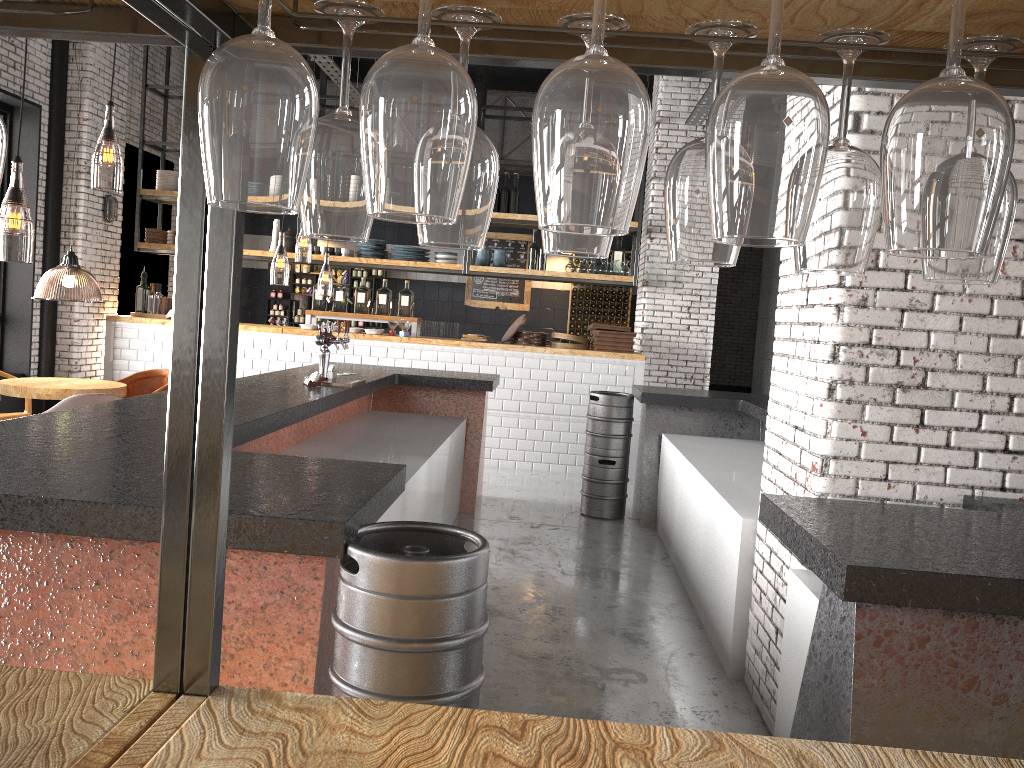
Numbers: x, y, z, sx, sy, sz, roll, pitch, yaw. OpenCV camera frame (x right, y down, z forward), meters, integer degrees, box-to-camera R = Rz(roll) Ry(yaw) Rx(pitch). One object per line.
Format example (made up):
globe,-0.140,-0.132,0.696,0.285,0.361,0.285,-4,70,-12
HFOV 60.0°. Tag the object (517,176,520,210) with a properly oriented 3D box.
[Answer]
object,0.036,-2.135,10.103,0.098,0.458,0.098,3,3,-20

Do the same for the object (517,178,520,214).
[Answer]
object,0.042,-2.145,10.238,0.098,0.458,0.098,3,3,-20

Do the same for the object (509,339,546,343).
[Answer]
object,0.198,-0.471,9.792,0.458,0.019,0.407,7,5,31

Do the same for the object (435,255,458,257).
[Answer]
object,-0.754,-1.458,10.165,0.263,0.029,0.264,2,5,-21

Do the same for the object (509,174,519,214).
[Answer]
object,0.029,-2.126,9.968,0.098,0.458,0.098,3,3,-20

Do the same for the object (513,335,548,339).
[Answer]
object,0.184,-0.520,9.787,0.458,0.019,0.407,0,6,-45

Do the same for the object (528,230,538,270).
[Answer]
object,0.245,-1.525,10.126,0.098,0.470,0.098,4,3,-9

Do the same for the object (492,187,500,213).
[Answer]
object,-0.190,-2.142,9.978,0.098,0.458,0.098,6,4,25

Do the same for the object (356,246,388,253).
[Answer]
object,-1.611,-1.534,10.203,0.372,0.071,0.373,5,4,15

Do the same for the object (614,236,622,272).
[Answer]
object,1.213,-1.493,10.107,0.140,0.549,0.097,5,3,7

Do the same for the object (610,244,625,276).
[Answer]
object,1.208,-1.418,10.116,0.157,0.405,0.106,5,3,7

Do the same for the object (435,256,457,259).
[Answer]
object,-0.755,-1.437,10.166,0.263,0.032,0.263,1,5,-39

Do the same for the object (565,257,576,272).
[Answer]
object,0.659,-1.339,9.972,0.118,0.180,0.118,2,4,-34

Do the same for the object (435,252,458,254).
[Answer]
object,-0.753,-1.488,10.163,0.265,0.037,0.265,4,4,-2

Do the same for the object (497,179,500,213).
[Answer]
object,-0.183,-2.152,10.113,0.098,0.458,0.098,6,4,25

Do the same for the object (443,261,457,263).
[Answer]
object,-0.759,-1.395,10.167,0.263,0.038,0.263,5,4,18

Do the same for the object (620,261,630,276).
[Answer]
object,1.264,-1.289,9.896,0.118,0.180,0.118,6,4,27

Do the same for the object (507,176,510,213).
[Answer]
object,-0.072,-2.143,10.108,0.098,0.458,0.098,3,3,-20

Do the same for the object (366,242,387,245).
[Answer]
object,-1.610,-1.607,10.200,0.334,0.036,0.335,4,4,-8

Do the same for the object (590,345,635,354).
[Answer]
object,1.087,-0.380,9.699,0.405,0.044,0.636,4,4,-2

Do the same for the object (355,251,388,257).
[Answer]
object,-1.620,-1.483,10.209,0.373,0.067,0.373,3,4,-16

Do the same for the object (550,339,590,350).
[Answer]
object,0.636,-0.442,9.730,0.437,0.097,0.437,6,5,27

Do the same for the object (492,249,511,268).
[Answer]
object,-0.130,-1.430,10.120,0.166,0.230,0.199,2,4,-27

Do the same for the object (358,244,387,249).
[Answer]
object,-1.611,-1.565,10.204,0.335,0.052,0.334,8,6,41

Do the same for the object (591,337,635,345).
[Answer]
object,1.094,-0.468,9.694,0.405,0.044,0.636,4,4,-1

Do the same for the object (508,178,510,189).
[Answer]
object,-0.065,-2.153,10.243,0.098,0.458,0.098,3,3,-20

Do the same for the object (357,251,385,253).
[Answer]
object,-1.619,-1.500,10.207,0.334,0.051,0.335,7,5,33

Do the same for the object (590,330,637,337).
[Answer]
object,1.100,-0.556,9.689,0.405,0.044,0.636,4,4,-4

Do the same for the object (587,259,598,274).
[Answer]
object,0.902,-1.318,9.933,0.118,0.180,0.118,7,4,36

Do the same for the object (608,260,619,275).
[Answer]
object,1.144,-1.302,9.954,0.118,0.180,0.118,3,4,-14

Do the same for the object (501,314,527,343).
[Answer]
object,0.024,-0.601,9.685,0.241,0.338,0.489,3,4,-12

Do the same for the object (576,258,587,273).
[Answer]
object,0.780,-1.328,9.949,0.118,0.180,0.118,1,4,-38

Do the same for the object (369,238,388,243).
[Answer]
object,-1.607,-1.640,10.197,0.373,0.050,0.373,6,5,24

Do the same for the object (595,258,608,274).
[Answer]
object,1.025,-1.505,10.106,0.157,0.553,0.106,5,3,7

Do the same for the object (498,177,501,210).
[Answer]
object,-0.177,-2.162,10.248,0.098,0.458,0.098,6,4,25

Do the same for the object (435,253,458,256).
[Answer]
object,-0.752,-1.477,10.164,0.265,0.034,0.265,5,4,15

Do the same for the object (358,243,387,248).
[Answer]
object,-1.611,-1.580,10.203,0.335,0.052,0.334,6,5,19

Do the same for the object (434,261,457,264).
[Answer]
object,-0.760,-1.382,10.169,0.263,0.026,0.263,7,5,38

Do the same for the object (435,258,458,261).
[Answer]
object,-0.757,-1.423,10.167,0.265,0.038,0.265,6,5,25

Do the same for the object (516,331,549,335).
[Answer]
object,0.190,-0.568,9.785,0.458,0.019,0.407,0,6,-41

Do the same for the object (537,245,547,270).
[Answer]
object,0.353,-1.517,10.122,0.098,0.470,0.098,5,3,10

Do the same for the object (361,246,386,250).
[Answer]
object,-1.614,-1.551,10.203,0.334,0.039,0.335,4,4,2

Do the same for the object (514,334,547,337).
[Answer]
object,0.212,-0.534,9.786,0.407,0.019,0.459,0,6,-45

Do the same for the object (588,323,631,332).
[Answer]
object,1.049,-0.600,9.626,0.406,0.094,0.637,4,4,0

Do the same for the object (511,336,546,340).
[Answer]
object,0.167,-0.504,9.777,0.407,0.019,0.458,5,4,16

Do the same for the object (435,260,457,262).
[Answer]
object,-0.759,-1.405,10.167,0.263,0.037,0.264,2,5,-24

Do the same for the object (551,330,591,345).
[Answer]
object,0.644,-0.508,9.729,0.440,0.154,0.437,1,5,-40

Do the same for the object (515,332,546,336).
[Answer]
object,0.207,-0.550,9.787,0.458,0.019,0.407,7,5,36

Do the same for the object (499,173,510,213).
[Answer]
object,-0.078,-2.134,9.973,0.098,0.458,0.098,3,3,-20

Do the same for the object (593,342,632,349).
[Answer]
object,1.090,-0.424,9.697,0.405,0.044,0.636,5,4,5

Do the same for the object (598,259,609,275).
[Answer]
object,1.023,-1.310,9.942,0.118,0.180,0.118,3,4,-21

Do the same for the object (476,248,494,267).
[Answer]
object,-0.307,-1.445,10.140,0.198,0.230,0.166,5,4,9

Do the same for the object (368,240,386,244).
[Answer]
object,-1.607,-1.620,10.200,0.334,0.048,0.335,3,4,-10

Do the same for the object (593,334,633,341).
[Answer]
object,1.097,-0.512,9.692,0.405,0.044,0.636,4,4,3

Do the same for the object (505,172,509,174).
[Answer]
object,-0.062,-2.359,9.961,0.046,0.031,0.046,3,4,-20

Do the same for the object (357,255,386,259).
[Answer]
object,-1.621,-1.447,10.209,0.334,0.033,0.335,2,5,-28

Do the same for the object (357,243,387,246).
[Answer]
object,-1.611,-1.592,10.201,0.334,0.035,0.335,2,5,-22

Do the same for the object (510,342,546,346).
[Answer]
object,0.201,-0.438,9.792,0.458,0.019,0.407,7,5,38

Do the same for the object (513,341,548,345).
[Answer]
object,0.218,-0.452,9.783,0.406,0.019,0.459,2,5,-25

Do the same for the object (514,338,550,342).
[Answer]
object,0.192,-0.487,9.791,0.458,0.019,0.407,2,5,-29
